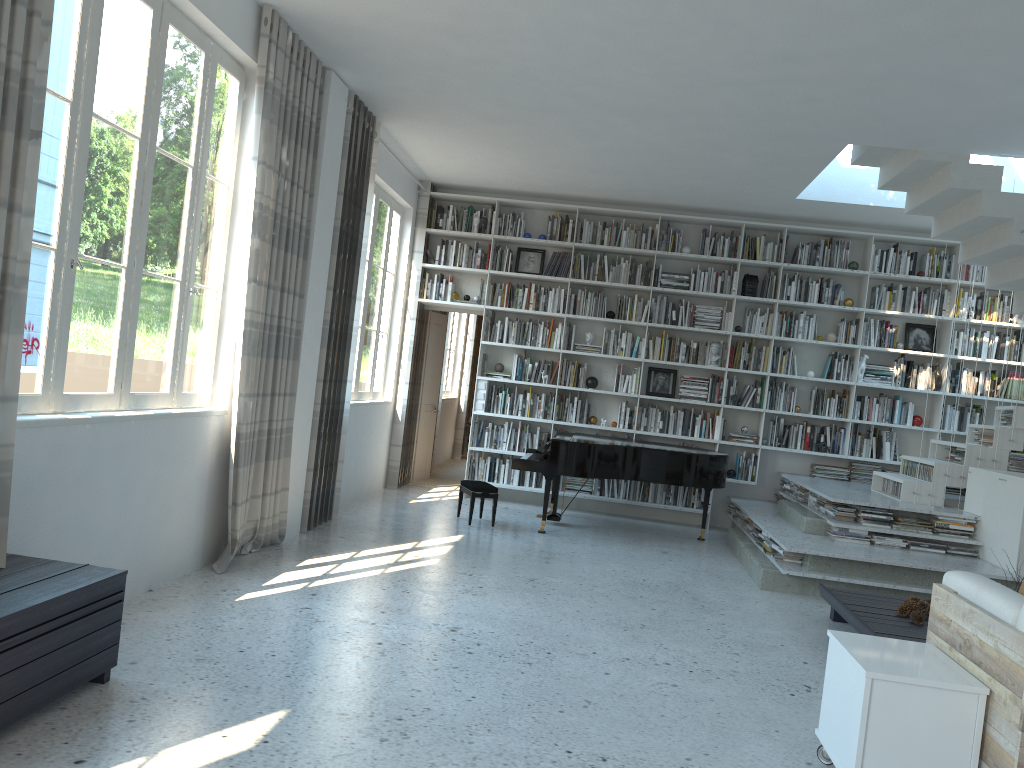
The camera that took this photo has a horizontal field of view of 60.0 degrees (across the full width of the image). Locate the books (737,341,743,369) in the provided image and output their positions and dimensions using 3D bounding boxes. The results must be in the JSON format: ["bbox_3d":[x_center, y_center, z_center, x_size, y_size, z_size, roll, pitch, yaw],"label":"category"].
[{"bbox_3d":[2.329,-0.288,9.104,0.035,0.293,0.145,7,1,6],"label":"books"}]

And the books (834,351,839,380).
[{"bbox_3d":[3.278,-0.180,9.004,0.013,0.295,0.154,7,1,6],"label":"books"}]

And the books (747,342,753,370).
[{"bbox_3d":[2.427,-0.277,9.068,0.019,0.293,0.182,7,1,6],"label":"books"}]

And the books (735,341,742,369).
[{"bbox_3d":[2.315,-0.290,9.091,0.035,0.293,0.145,7,1,6],"label":"books"}]

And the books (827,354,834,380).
[{"bbox_3d":[3.232,-0.170,9.000,0.021,0.264,0.174,7,1,6],"label":"books"}]

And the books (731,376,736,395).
[{"bbox_3d":[2.265,0.067,9.109,0.013,0.307,0.141,7,1,6],"label":"books"}]

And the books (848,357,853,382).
[{"bbox_3d":[3.403,-0.144,8.968,0.011,0.253,0.169,7,1,6],"label":"books"}]

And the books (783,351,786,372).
[{"bbox_3d":[2.763,-0.213,9.052,0.008,0.242,0.169,7,1,6],"label":"books"}]

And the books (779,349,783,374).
[{"bbox_3d":[2.737,-0.223,9.060,0.013,0.256,0.144,7,1,6],"label":"books"}]

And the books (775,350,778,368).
[{"bbox_3d":[2.687,-0.223,9.071,0.007,0.244,0.145,7,1,6],"label":"books"}]

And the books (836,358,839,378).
[{"bbox_3d":[3.284,-0.147,9.005,0.007,0.230,0.146,7,1,6],"label":"books"}]

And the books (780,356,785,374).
[{"bbox_3d":[2.745,-0.190,9.028,0.017,0.192,0.191,7,1,6],"label":"books"}]

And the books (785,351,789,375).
[{"bbox_3d":[2.796,-0.210,9.053,0.017,0.243,0.132,7,1,6],"label":"books"}]

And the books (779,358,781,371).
[{"bbox_3d":[2.719,-0.193,9.056,0.014,0.192,0.147,7,1,6],"label":"books"}]

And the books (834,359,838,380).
[{"bbox_3d":[3.259,-0.144,8.990,0.013,0.219,0.187,7,1,6],"label":"books"}]

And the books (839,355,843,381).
[{"bbox_3d":[3.313,-0.158,8.987,0.015,0.259,0.152,7,1,6],"label":"books"}]

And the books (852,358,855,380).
[{"bbox_3d":[3.436,-0.137,8.970,0.010,0.245,0.158,7,1,6],"label":"books"}]

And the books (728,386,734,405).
[{"bbox_3d":[2.237,0.121,9.097,0.027,0.192,0.182,7,1,6],"label":"books"}]

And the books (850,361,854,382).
[{"bbox_3d":[3.419,-0.122,8.982,0.023,0.212,0.164,7,1,6],"label":"books"}]

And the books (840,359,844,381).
[{"bbox_3d":[3.324,-0.139,8.979,0.012,0.224,0.178,7,1,6],"label":"books"}]

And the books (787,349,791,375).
[{"bbox_3d":[2.808,-0.222,9.042,0.006,0.270,0.178,7,1,6],"label":"books"}]

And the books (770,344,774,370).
[{"bbox_3d":[2.636,-0.266,9.053,0.006,0.319,0.164,7,1,6],"label":"books"}]

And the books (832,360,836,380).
[{"bbox_3d":[3.249,-0.140,8.991,0.006,0.210,0.188,7,1,6],"label":"books"}]

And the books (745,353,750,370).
[{"bbox_3d":[2.405,-0.223,9.110,0.030,0.181,0.131,7,1,6],"label":"books"}]

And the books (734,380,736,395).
[{"bbox_3d":[2.276,0.089,9.117,0.012,0.266,0.157,7,1,6],"label":"books"}]

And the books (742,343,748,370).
[{"bbox_3d":[2.385,-0.275,9.109,0.035,0.278,0.139,7,1,6],"label":"books"}]

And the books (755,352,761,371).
[{"bbox_3d":[2.500,-0.224,9.065,0.034,0.204,0.181,7,1,6],"label":"books"}]

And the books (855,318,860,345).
[{"bbox_3d":[3.474,-0.520,8.958,0.005,0.278,0.182,7,1,6],"label":"books"}]

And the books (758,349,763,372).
[{"bbox_3d":[2.529,-0.238,9.082,0.028,0.239,0.145,7,1,6],"label":"books"}]

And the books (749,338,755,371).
[{"bbox_3d":[2.444,-0.298,9.084,0.021,0.338,0.169,7,1,6],"label":"books"}]

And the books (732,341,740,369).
[{"bbox_3d":[2.291,-0.293,9.098,0.035,0.293,0.145,7,1,6],"label":"books"}]

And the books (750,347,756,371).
[{"bbox_3d":[2.457,-0.253,9.087,0.033,0.253,0.174,7,1,6],"label":"books"}]

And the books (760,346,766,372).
[{"bbox_3d":[2.554,-0.249,9.074,0.032,0.266,0.143,7,1,6],"label":"books"}]

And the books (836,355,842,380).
[{"bbox_3d":[3.297,-0.162,8.988,0.018,0.263,0.165,7,1,6],"label":"books"}]

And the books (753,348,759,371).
[{"bbox_3d":[2.477,-0.246,9.060,0.027,0.242,0.188,7,1,6],"label":"books"}]

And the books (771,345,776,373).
[{"bbox_3d":[2.666,-0.247,9.054,0.035,0.288,0.191,7,1,6],"label":"books"}]

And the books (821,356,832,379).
[{"bbox_3d":[3.195,-0.161,9.011,0.056,0.241,0.153,7,1,6],"label":"books"}]

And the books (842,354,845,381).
[{"bbox_3d":[3.347,-0.162,8.992,0.032,0.274,0.154,7,1,6],"label":"books"}]

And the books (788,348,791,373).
[{"bbox_3d":[2.814,-0.223,9.047,0.006,0.274,0.167,7,1,6],"label":"books"}]

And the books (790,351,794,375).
[{"bbox_3d":[2.845,-0.209,9.052,0.007,0.254,0.161,7,1,6],"label":"books"}]

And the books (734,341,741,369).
[{"bbox_3d":[2.304,-0.291,9.107,0.035,0.293,0.145,7,1,6],"label":"books"}]

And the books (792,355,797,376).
[{"bbox_3d":[2.869,-0.183,9.022,0.051,0.210,0.176,7,1,6],"label":"books"}]

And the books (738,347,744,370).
[{"bbox_3d":[2.344,-0.256,9.094,0.015,0.232,0.180,7,1,6],"label":"books"}]

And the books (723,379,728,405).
[{"bbox_3d":[2.190,0.080,9.126,0.024,0.263,0.154,7,1,6],"label":"books"}]

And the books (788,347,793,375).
[{"bbox_3d":[2.825,-0.229,9.046,0.013,0.287,0.159,7,1,6],"label":"books"}]

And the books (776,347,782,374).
[{"bbox_3d":[2.708,-0.238,9.034,0.013,0.279,0.191,7,1,6],"label":"books"}]

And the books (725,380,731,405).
[{"bbox_3d":[2.215,0.088,9.120,0.028,0.253,0.142,7,1,6],"label":"books"}]

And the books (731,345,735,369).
[{"bbox_3d":[2.261,-0.274,9.128,0.013,0.247,0.176,7,1,6],"label":"books"}]

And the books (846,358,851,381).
[{"bbox_3d":[3.392,-0.141,8.986,0.013,0.245,0.158,7,1,6],"label":"books"}]

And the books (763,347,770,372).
[{"bbox_3d":[2.593,-0.246,9.082,0.033,0.269,0.141,7,1,6],"label":"books"}]

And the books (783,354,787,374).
[{"bbox_3d":[2.772,-0.195,9.052,0.014,0.209,0.156,7,1,6],"label":"books"}]

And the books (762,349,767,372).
[{"bbox_3d":[2.573,-0.238,9.087,0.019,0.248,0.149,7,1,6],"label":"books"}]

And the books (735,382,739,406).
[{"bbox_3d":[2.298,0.100,9.116,0.035,0.248,0.141,7,1,6],"label":"books"}]

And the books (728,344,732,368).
[{"bbox_3d":[2.229,-0.282,9.121,0.015,0.255,0.150,7,1,6],"label":"books"}]

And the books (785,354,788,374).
[{"bbox_3d":[2.781,-0.195,9.043,0.007,0.212,0.158,7,1,6],"label":"books"}]

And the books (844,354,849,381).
[{"bbox_3d":[3.366,-0.159,8.967,0.012,0.273,0.183,7,1,6],"label":"books"}]

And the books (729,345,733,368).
[{"bbox_3d":[2.245,-0.274,9.118,0.014,0.244,0.145,7,1,6],"label":"books"}]

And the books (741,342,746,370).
[{"bbox_3d":[2.364,-0.285,9.088,0.019,0.294,0.163,7,1,6],"label":"books"}]

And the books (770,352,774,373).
[{"bbox_3d":[2.643,-0.216,9.067,0.015,0.220,0.155,7,1,6],"label":"books"}]
